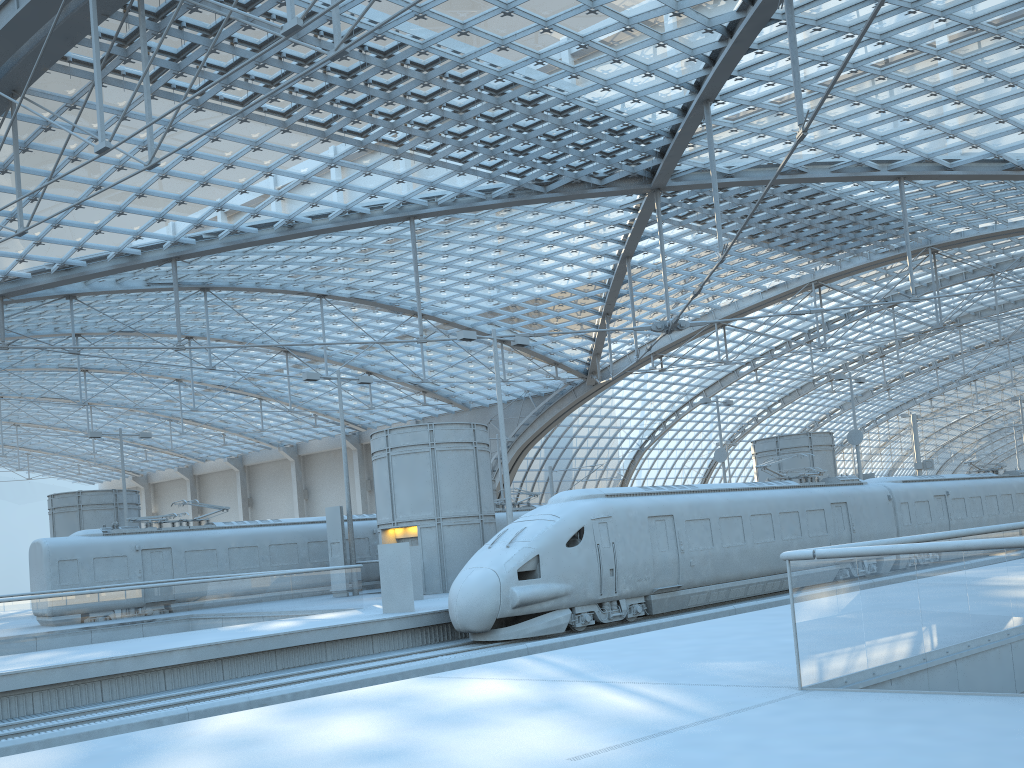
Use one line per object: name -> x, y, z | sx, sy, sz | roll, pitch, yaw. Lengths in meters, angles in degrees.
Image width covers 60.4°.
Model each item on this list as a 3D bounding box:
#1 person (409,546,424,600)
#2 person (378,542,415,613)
person -> -2.918, 5.534, 25.592 | 0.715, 1.603, 0.001 | -7, -3, 27
person -> -2.766, 4.669, 21.062 | 0.880, 1.696, 0.001 | -7, -3, 22
